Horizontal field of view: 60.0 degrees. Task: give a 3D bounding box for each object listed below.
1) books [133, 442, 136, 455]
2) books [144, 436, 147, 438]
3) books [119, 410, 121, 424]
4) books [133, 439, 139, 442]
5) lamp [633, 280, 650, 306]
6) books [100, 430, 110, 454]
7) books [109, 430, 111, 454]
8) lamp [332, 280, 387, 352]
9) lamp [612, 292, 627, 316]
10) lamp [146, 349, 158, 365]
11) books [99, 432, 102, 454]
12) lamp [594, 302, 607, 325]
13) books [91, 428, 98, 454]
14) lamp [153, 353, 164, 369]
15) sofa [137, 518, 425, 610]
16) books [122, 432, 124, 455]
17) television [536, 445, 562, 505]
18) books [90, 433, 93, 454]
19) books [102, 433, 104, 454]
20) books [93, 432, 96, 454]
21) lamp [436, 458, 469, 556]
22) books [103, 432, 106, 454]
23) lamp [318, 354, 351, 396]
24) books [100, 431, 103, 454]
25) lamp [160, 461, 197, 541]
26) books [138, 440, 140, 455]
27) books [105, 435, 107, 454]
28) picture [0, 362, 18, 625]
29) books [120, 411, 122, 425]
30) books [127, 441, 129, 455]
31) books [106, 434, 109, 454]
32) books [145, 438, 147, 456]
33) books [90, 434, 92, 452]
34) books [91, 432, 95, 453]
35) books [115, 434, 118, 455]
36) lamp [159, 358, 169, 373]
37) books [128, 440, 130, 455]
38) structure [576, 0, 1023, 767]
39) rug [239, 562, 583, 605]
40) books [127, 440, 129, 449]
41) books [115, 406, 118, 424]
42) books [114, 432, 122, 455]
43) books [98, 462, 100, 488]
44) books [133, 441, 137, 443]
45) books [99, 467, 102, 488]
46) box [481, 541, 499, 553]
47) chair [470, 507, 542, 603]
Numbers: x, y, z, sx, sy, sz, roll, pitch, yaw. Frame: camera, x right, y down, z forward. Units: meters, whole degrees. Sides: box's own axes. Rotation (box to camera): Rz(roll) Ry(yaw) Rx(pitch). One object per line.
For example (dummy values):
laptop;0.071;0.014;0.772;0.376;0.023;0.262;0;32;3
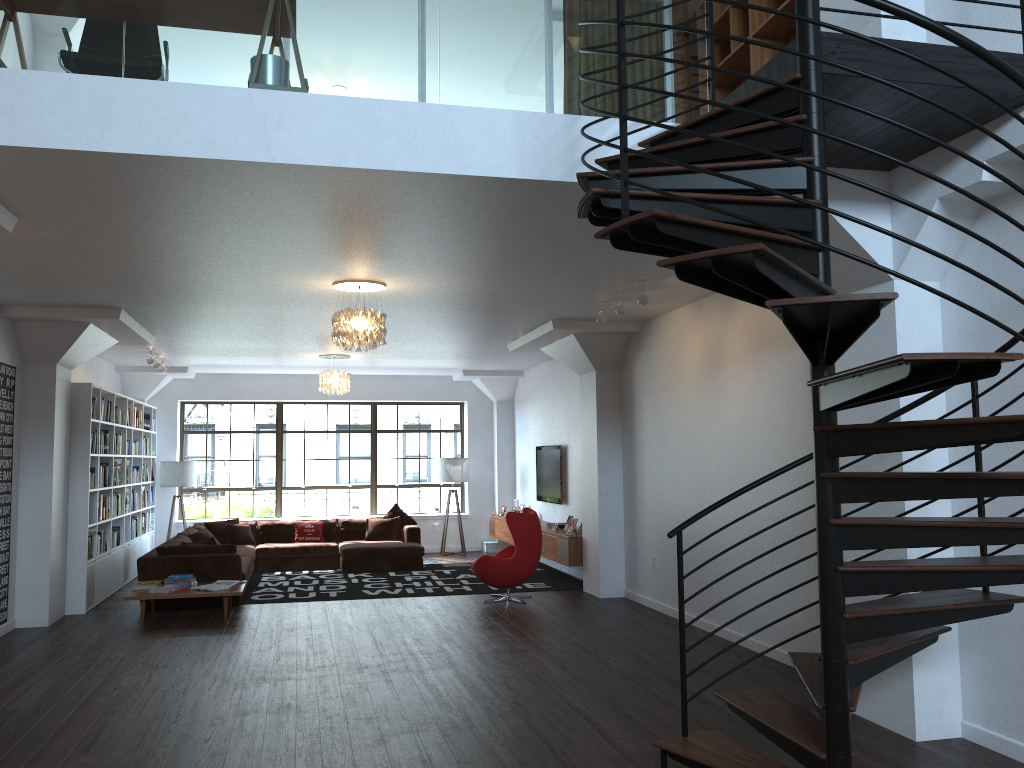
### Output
books;-5.263;0.895;12.230;0.134;0.184;0.030;0;-5;-14
books;-5.443;0.908;12.985;0.176;0.290;0.036;1;-5;-14
books;-4.985;0.421;11.113;0.139;0.191;0.036;0;-5;-14
books;-5.305;0.887;12.409;0.140;0.231;0.042;0;-5;-14
lamp;1.067;-0.744;7.238;0.120;0.211;0.111;3;-6;-39
books;-4.850;0.689;10.445;0.198;0.284;0.049;0;-5;-14
books;-4.845;0.691;10.499;0.176;0.291;0.053;0;-5;-14
lamp;-1.248;-0.543;7.246;0.441;0.539;0.442;-3;-5;29
lamp;0.947;-0.700;7.741;0.111;0.211;0.120;-4;-6;35
lamp;-4.562;-0.341;11.210;0.111;0.211;0.120;-2;-5;21
books;-4.728;0.666;9.996;0.183;0.253;0.042;0;-5;-14
lamp;0.829;-0.657;8.231;0.111;0.211;0.120;-2;-5;21
books;-4.644;0.625;9.738;0.176;0.290;0.053;0;-5;-14
lamp;-4.680;-0.299;11.700;0.111;0.211;0.120;-4;-6;35
sofa;-2.795;2.259;11.832;3.481;0.664;4.197;0;-5;-14
books;-5.019;0.755;11.205;0.197;0.283;0.065;0;-5;-14
television;0.524;1.296;12.759;0.013;0.816;1.324;0;-5;-14
books;-4.605;0.638;9.548;0.152;0.232;0.104;0;-5;-14
books;-4.767;0.683;10.155;0.171;0.246;0.039;0;-5;-14
books;-4.634;0.642;9.660;0.174;0.242;0.105;0;-5;-14
lamp;-0.978;2.020;14.698;0.545;1.579;0.545;0;-5;-3
books;-4.788;0.686;10.226;0.183;0.253;0.042;0;-5;-14
lamp;-2.429;-0.116;12.149;0.441;0.539;0.442;-3;-5;29
books;-4.754;0.670;10.078;0.180;0.259;0.042;0;-5;-14
lamp;-5.196;1.994;13.791;0.545;1.579;0.545;2;-5;-24
books;-5.320;0.893;12.455;0.158;0.226;0.052;0;-5;-14
books;-4.782;0.704;10.264;0.161;0.223;0.032;0;-5;-14
picture;-4.612;0.991;7.955;0.021;2.380;0.800;0;-5;-13
books;-5.004;0.436;11.205;0.128;0.178;0.022;0;-5;-14
books;-5.113;0.841;11.642;0.139;0.191;0.036;0;-5;-14
books;-4.804;0.702;10.337;0.174;0.240;0.054;0;-5;-14
books;-5.426;0.923;12.952;0.183;0.253;0.034;1;-5;-14
books;-4.602;0.642;9.518;0.161;0.218;0.101;0;-5;-14
books;-4.610;0.639;9.580;0.172;0.235;0.112;0;-5;-14
books;-4.918;0.738;10.832;0.182;0.253;0.034;0;-5;-14
lamp;-4.800;-0.255;12.203;0.120;0.211;0.111;3;-6;-39
books;-5.124;0.840;11.701;0.146;0.202;0.027;0;-5;-14
structure;1.279;-0.326;3.685;1.998;4.352;1.998;-4;-6;37
rug;-1.354;2.555;11.627;4.200;0.007;3.100;0;-5;-12
books;-5.126;0.838;11.673;0.146;0.202;0.027;0;-5;-14
books;-4.956;0.390;10.980;0.140;0.231;0.042;0;-5;-14
books;-5.001;0.747;11.147;0.176;0.290;0.053;0;-5;-14
books;-4.703;1.018;9.899;0.176;0.290;0.053;0;-5;-14
books;-5.277;0.893;12.297;0.127;0.200;0.020;0;-5;-14
books;-4.715;1.049;9.972;0.174;0.239;0.045;0;-5;-14
box;-0.366;2.743;14.946;0.228;0.165;0.368;0;-5;-14
chair;-0.055;1.894;9.912;0.801;1.006;0.798;-2;-5;12
